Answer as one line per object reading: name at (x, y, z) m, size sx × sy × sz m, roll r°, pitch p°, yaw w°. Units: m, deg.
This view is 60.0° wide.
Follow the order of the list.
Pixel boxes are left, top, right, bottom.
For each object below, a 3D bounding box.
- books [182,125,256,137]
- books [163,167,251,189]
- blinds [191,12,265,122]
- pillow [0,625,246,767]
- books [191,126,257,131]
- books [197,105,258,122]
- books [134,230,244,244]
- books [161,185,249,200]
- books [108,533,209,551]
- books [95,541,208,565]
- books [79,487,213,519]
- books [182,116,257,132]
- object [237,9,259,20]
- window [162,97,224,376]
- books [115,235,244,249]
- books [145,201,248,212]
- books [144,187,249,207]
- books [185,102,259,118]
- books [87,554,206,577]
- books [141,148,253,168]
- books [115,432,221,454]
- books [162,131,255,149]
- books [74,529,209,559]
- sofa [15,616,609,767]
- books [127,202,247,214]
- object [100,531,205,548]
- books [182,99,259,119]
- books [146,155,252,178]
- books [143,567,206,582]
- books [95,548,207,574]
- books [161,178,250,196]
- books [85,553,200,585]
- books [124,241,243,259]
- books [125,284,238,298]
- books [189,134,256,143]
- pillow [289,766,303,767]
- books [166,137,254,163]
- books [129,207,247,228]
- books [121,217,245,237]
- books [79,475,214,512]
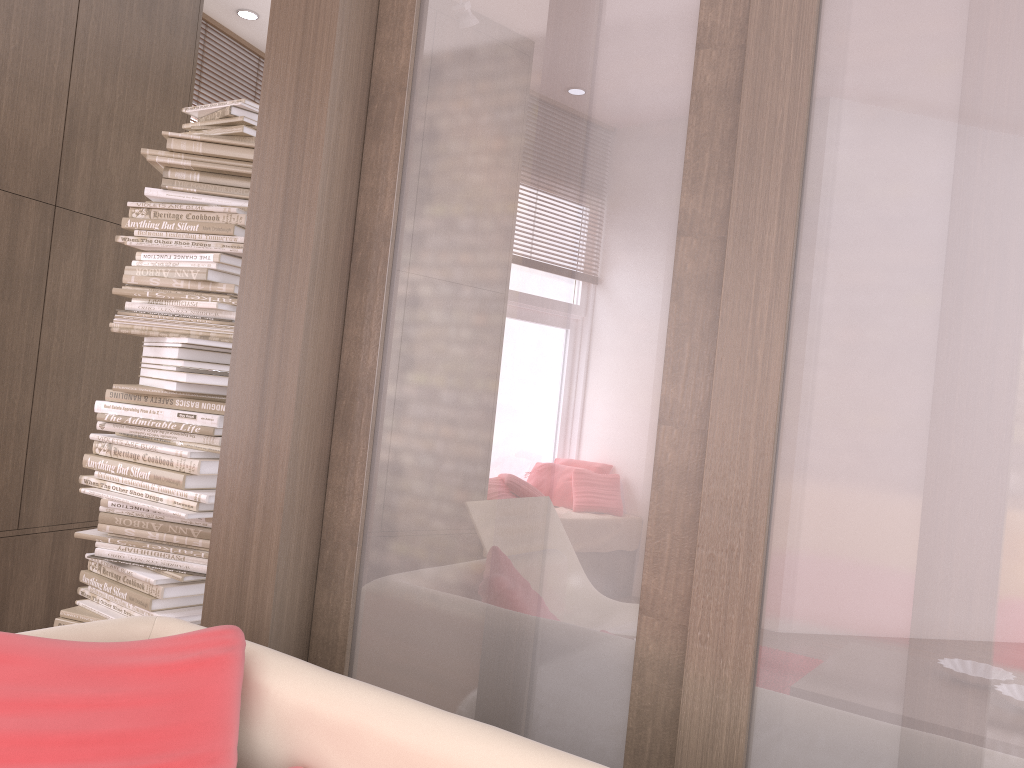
books at (-0.933, -0.811, 2.969) m, size 0.327 × 0.023 × 0.198 m, roll 5°, pitch -1°, yaw 33°
books at (-0.953, -0.663, 2.983) m, size 0.371 × 0.036 × 0.211 m, roll 6°, pitch -1°, yaw -7°
blinds at (-1.824, -1.567, 5.144) m, size 0.042 × 1.138 × 1.373 m, roll 6°, pitch -1°, yaw 20°
pillow at (-0.606, 0.544, 1.156) m, size 0.498 × 0.377 × 0.379 m, roll 6°, pitch -1°, yaw -22°
books at (-0.905, -0.826, 2.960) m, size 0.258 × 0.010 × 0.183 m, roll 6°, pitch -1°, yaw 18°
books at (-0.905, -0.864, 2.958) m, size 0.193 × 0.029 × 0.260 m, roll 7°, pitch -2°, yaw -42°
books at (-0.968, -0.459, 2.957) m, size 0.434 × 0.019 × 0.324 m, roll 6°, pitch -1°, yaw 13°
books at (-0.946, -0.602, 2.946) m, size 0.351 × 0.010 × 0.284 m, roll 6°, pitch -1°, yaw -7°
books at (-1.065, 0.501, 2.901) m, size 0.385 × 0.008 × 0.274 m, roll 6°, pitch -1°, yaw 13°
books at (-1.081, 0.531, 2.890) m, size 0.405 × 0.018 × 0.300 m, roll 6°, pitch -1°, yaw 13°
books at (-1.057, 0.379, 2.890) m, size 0.542 × 0.016 × 0.423 m, roll 5°, pitch -1°, yaw 33°
books at (-0.920, -0.842, 2.961) m, size 0.303 × 0.015 × 0.202 m, roll 5°, pitch -1°, yaw 33°
object at (-1.503, -2.100, 5.043) m, size 0.119 × 0.010 × 0.119 m, roll 7°, pitch -1°, yaw -31°
window at (-2.017, -0.552, 5.154) m, size 0.160 × 2.229 × 1.407 m, roll 6°, pitch -1°, yaw 20°
books at (-1.021, -0.442, 2.963) m, size 0.470 × 0.022 × 0.306 m, roll 6°, pitch -1°, yaw 13°
books at (-0.970, -0.566, 2.971) m, size 0.416 × 0.015 × 0.245 m, roll 6°, pitch -1°, yaw 13°
books at (-0.975, -0.586, 2.951) m, size 0.404 × 0.026 × 0.266 m, roll 6°, pitch -1°, yaw -7°
books at (-0.908, -0.884, 2.949) m, size 0.277 × 0.008 × 0.216 m, roll 5°, pitch -1°, yaw 33°
books at (-1.091, 0.567, 2.879) m, size 0.413 × 0.006 × 0.322 m, roll 6°, pitch -1°, yaw 13°
books at (-0.977, -0.716, 2.962) m, size 0.435 × 0.019 × 0.248 m, roll 6°, pitch -1°, yaw -7°
books at (-1.009, 0.193, 2.938) m, size 0.542 × 0.020 × 0.320 m, roll 5°, pitch -1°, yaw 33°
books at (-0.935, -0.769, 2.947) m, size 0.366 × 0.012 × 0.287 m, roll 6°, pitch -1°, yaw -7°
books at (-1.119, 0.509, 2.902) m, size 0.488 × 0.018 × 0.296 m, roll 6°, pitch -1°, yaw 13°
sofa at (-0.020, 0.829, 0.668) m, size 2.204 × 0.751 × 0.919 m, roll 5°, pitch -1°, yaw 33°
books at (-1.016, -0.555, 2.961) m, size 0.392 × 0.015 × 0.306 m, roll 6°, pitch -1°, yaw 13°
object at (-1.081, 0.491, 2.888) m, size 0.413 × 0.008 × 0.243 m, roll 6°, pitch -1°, yaw 13°
books at (-0.919, -0.897, 2.965) m, size 0.313 × 0.014 × 0.204 m, roll 5°, pitch -1°, yaw 33°
books at (-0.967, -0.694, 2.957) m, size 0.412 × 0.019 × 0.259 m, roll 6°, pitch -1°, yaw -7°
books at (-1.083, 0.580, 2.893) m, size 0.448 × 0.016 × 0.264 m, roll 5°, pitch -2°, yaw 38°
books at (-1.080, 0.553, 2.883) m, size 0.396 × 0.024 × 0.310 m, roll 6°, pitch -1°, yaw 13°
books at (-0.957, -0.626, 2.982) m, size 0.371 × 0.036 × 0.211 m, roll 6°, pitch -1°, yaw -7°
books at (-1.132, 0.591, 2.904) m, size 0.422 × 0.016 × 0.330 m, roll 5°, pitch -2°, yaw 38°
books at (-0.994, -0.421, 2.929) m, size 0.416 × 0.012 × 0.324 m, roll 6°, pitch -1°, yaw 13°
books at (-1.041, -0.295, 2.958) m, size 0.395 × 0.009 × 0.233 m, roll 6°, pitch -1°, yaw 8°
books at (-0.923, -0.786, 2.956) m, size 0.272 × 0.023 × 0.201 m, roll 6°, pitch -1°, yaw 13°
pillow at (-0.336, 0.651, 0.967) m, size 0.507 × 0.224 × 0.467 m, roll 7°, pitch -2°, yaw -44°
books at (-0.931, -0.742, 2.953) m, size 0.351 × 0.036 × 0.275 m, roll 6°, pitch -1°, yaw -7°
books at (-1.000, -0.527, 2.976) m, size 0.416 × 0.035 × 0.323 m, roll 6°, pitch -1°, yaw 13°
books at (-1.026, -0.493, 2.960) m, size 0.401 × 0.035 × 0.315 m, roll 6°, pitch -1°, yaw 13°
books at (-1.076, 0.354, 2.944) m, size 0.612 × 0.028 × 0.399 m, roll 5°, pitch -1°, yaw 33°
